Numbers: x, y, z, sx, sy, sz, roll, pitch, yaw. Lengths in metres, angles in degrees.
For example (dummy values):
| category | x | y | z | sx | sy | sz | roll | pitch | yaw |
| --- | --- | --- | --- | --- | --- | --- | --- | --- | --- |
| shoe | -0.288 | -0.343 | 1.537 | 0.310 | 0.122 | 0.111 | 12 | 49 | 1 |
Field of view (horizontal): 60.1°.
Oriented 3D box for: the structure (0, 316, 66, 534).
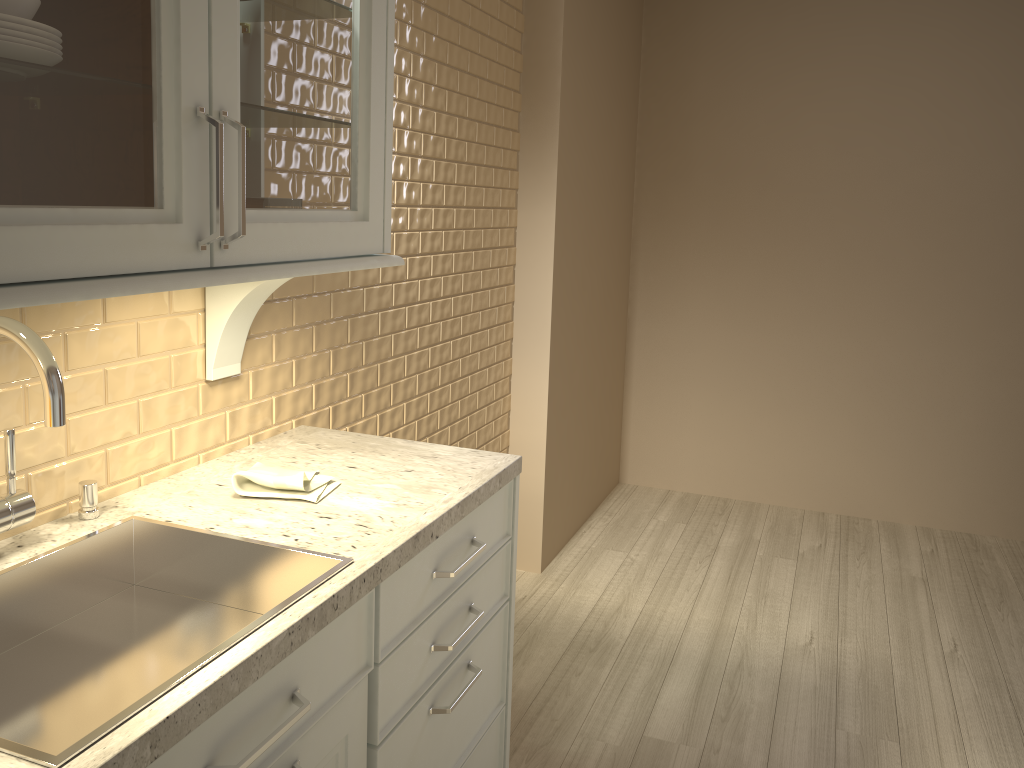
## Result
| category | x | y | z | sx | sy | sz | roll | pitch | yaw |
| --- | --- | --- | --- | --- | --- | --- | --- | --- | --- |
| structure | -0.621 | 0.081 | 1.084 | 0.212 | 0.333 | 0.142 | 7 | 9 | 30 |

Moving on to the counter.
| category | x | y | z | sx | sy | sz | roll | pitch | yaw |
| --- | --- | --- | --- | --- | --- | --- | --- | --- | --- |
| counter | -0.611 | 0.324 | 0.801 | 0.524 | 0.035 | 2.219 | 6 | 12 | 20 |

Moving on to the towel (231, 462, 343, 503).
| category | x | y | z | sx | sy | sz | roll | pitch | yaw |
| --- | --- | --- | --- | --- | --- | --- | --- | --- | --- |
| towel | -0.378 | 0.155 | 1.500 | 0.171 | 0.050 | 0.166 | 3 | 11 | 6 |

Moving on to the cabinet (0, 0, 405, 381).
| category | x | y | z | sx | sy | sz | roll | pitch | yaw |
| --- | --- | --- | --- | --- | --- | --- | --- | --- | --- |
| cabinet | -0.637 | -0.392 | 0.709 | 0.412 | 1.101 | 1.946 | 5 | 11 | 20 |

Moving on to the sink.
| category | x | y | z | sx | sy | sz | roll | pitch | yaw |
| --- | --- | --- | --- | --- | --- | --- | --- | --- | --- |
| sink | -0.484 | 0.463 | 1.062 | 0.381 | 0.411 | 0.489 | 5 | 10 | 20 |

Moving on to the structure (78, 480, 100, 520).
| category | x | y | z | sx | sy | sz | roll | pitch | yaw |
| --- | --- | --- | --- | --- | --- | --- | --- | --- | --- |
| structure | -0.633 | 0.174 | 1.322 | 0.029 | 0.055 | 0.029 | 0 | 9 | -15 |

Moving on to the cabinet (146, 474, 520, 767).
| category | x | y | z | sx | sy | sz | roll | pitch | yaw |
| --- | --- | --- | --- | --- | --- | --- | --- | --- | --- |
| cabinet | -0.661 | 0.714 | 0.877 | 0.639 | 0.785 | 2.240 | 5 | 11 | 20 |
